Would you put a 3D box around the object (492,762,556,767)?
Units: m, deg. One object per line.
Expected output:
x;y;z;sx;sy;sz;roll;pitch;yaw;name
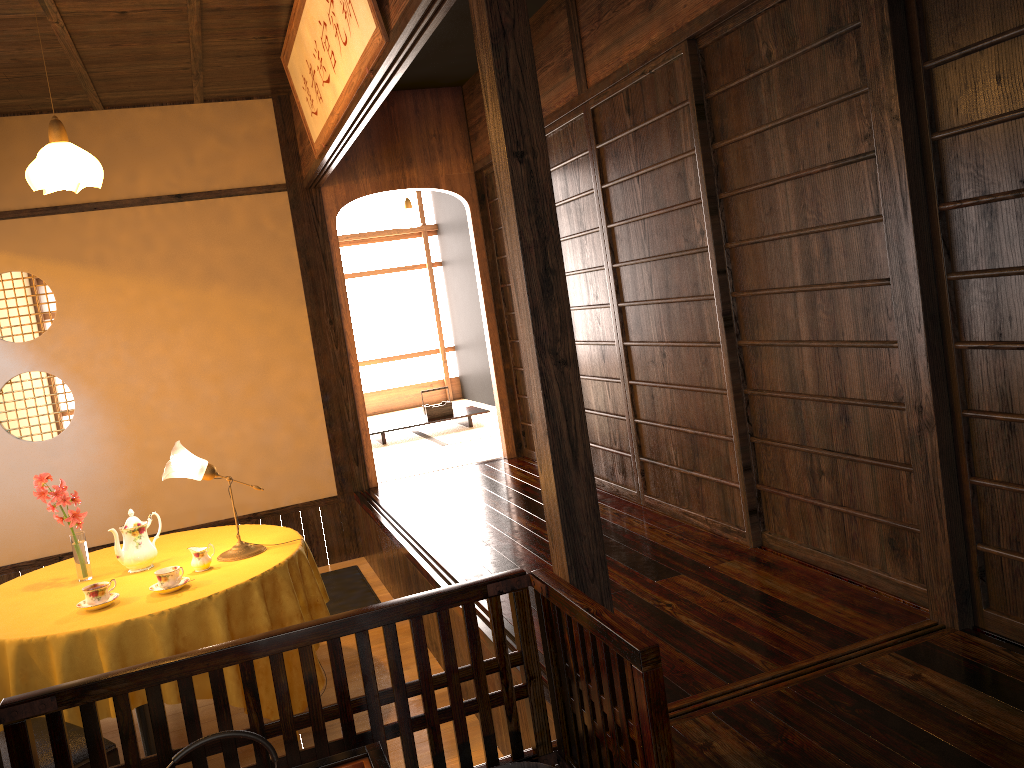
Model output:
0.010;0.866;1.718;0.266;0.147;0.267;-4;7;38;object

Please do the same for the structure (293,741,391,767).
-0.473;0.925;1.477;0.667;0.299;0.453;-10;6;-18;structure

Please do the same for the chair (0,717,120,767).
-1.533;1.087;2.545;0.490;0.958;0.579;-5;6;37;chair

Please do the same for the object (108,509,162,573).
-1.528;0.630;3.615;0.163;0.252;0.154;-9;5;-5;object

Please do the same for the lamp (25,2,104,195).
-1.802;-1.159;3.451;0.249;0.808;0.277;-8;4;4;lamp

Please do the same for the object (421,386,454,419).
-0.700;0.170;8.229;0.260;0.258;0.150;-10;5;-18;object

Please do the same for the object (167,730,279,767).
-0.483;0.686;1.469;0.198;0.216;0.199;-7;5;20;object

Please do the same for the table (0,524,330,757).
-1.457;1.101;3.598;1.446;0.694;1.444;-10;6;-18;table

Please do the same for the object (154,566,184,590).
-1.254;0.711;3.240;0.090;0.076;0.099;-12;6;-33;object

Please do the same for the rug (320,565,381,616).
-2.236;1.442;4.828;2.959;0.005;0.902;-10;6;-18;rug

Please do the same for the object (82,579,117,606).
-1.478;0.751;3.167;0.099;0.076;0.090;-8;5;6;object

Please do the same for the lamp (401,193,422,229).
-0.978;-1.829;8.100;0.197;0.796;0.225;-9;4;-10;lamp

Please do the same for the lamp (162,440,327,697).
-1.085;0.785;3.630;0.512;1.200;0.198;-10;4;-18;lamp

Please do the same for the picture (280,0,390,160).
-0.832;-1.455;3.879;0.117;0.564;2.045;-10;6;-18;picture

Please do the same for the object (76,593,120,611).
-1.478;0.784;3.169;0.144;0.024;0.144;-5;7;32;object

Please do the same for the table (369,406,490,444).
-0.848;0.387;8.183;1.202;0.118;0.601;-10;6;-18;table

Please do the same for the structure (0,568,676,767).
-0.361;0.789;1.665;1.199;0.498;0.598;-10;5;-18;structure

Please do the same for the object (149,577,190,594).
-1.251;0.743;3.246;0.144;0.024;0.144;-5;7;32;object

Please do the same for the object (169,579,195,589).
-1.213;0.731;3.211;0.126;0.019;0.029;-10;5;-15;object

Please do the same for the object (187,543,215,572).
-1.215;0.677;3.466;0.078;0.098;0.083;-4;6;41;object
